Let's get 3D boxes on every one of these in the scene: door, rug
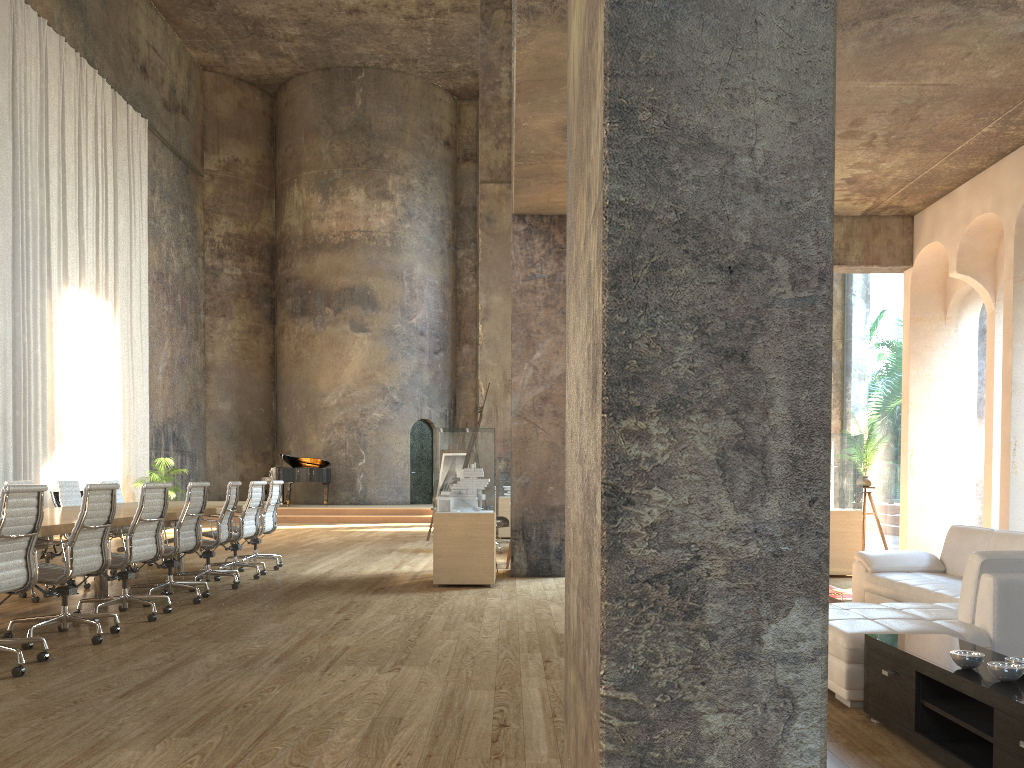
[{"bbox_3d":[-2.457,2.087,23.611,0.902,2.298,0.091,0,2,-42],"label":"door"},{"bbox_3d":[1.929,1.957,8.372,2.462,0.009,1.350,0,-6,0],"label":"rug"}]

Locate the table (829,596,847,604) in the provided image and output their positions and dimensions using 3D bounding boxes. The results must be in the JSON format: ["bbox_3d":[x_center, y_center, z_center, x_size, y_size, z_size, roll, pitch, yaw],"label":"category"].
[{"bbox_3d":[1.946,1.626,6.129,0.790,0.202,1.114,0,-6,0],"label":"table"}]

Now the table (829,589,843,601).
[{"bbox_3d":[1.945,1.644,6.497,0.859,0.246,0.371,0,-4,0],"label":"table"}]

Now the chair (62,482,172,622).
[{"bbox_3d":[-2.948,1.251,6.609,0.699,1.026,0.666,0,-1,8],"label":"chair"}]

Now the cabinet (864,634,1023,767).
[{"bbox_3d":[1.759,1.228,3.182,0.396,0.368,1.566,0,-6,0],"label":"cabinet"}]

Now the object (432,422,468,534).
[{"bbox_3d":[-1.070,1.795,16.703,0.684,2.148,0.700,1,1,26],"label":"object"}]

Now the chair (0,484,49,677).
[{"bbox_3d":[-2.939,1.059,4.792,0.699,1.026,0.666,0,-1,3],"label":"chair"}]

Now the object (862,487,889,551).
[{"bbox_3d":[4.031,1.686,10.262,0.659,0.973,0.571,1,-1,-36],"label":"object"}]

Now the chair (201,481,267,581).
[{"bbox_3d":[-2.954,1.535,9.278,0.699,1.026,0.666,0,-1,8],"label":"chair"}]

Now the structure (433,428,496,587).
[{"bbox_3d":[-0.465,1.236,8.853,0.594,1.549,0.742,0,0,0],"label":"structure"}]

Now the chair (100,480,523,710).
[{"bbox_3d":[-1.515,1.632,10.099,12.949,1.031,31.600,0,-6,0],"label":"chair"}]

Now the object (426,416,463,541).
[{"bbox_3d":[-0.961,1.595,14.814,0.701,2.148,0.683,1,1,32],"label":"object"}]

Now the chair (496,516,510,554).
[{"bbox_3d":[-0.379,1.961,12.600,0.821,0.893,0.731,0,-1,-4],"label":"chair"}]

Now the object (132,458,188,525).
[{"bbox_3d":[-7.138,2.233,17.987,1.092,1.457,1.130,0,-1,-9],"label":"object"}]

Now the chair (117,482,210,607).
[{"bbox_3d":[-2.947,1.345,7.489,0.699,1.026,0.666,0,-1,5],"label":"chair"}]

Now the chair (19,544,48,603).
[{"bbox_3d":[-4.346,1.330,7.388,0.699,1.026,0.666,0,-1,8],"label":"chair"}]

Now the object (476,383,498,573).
[{"bbox_3d":[-0.487,1.058,9.737,0.684,2.148,0.700,0,1,-1],"label":"object"}]

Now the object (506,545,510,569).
[{"bbox_3d":[0.213,1.552,10.549,0.571,1.298,0.658,0,0,0],"label":"object"}]

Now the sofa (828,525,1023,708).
[{"bbox_3d":[2.550,1.297,5.488,2.064,0.721,2.937,0,-6,0],"label":"sofa"}]

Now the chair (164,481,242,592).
[{"bbox_3d":[-2.943,1.444,8.422,0.699,1.026,0.666,0,-1,-1],"label":"chair"}]

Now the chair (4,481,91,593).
[{"bbox_3d":[-4.350,1.425,8.287,0.699,1.026,0.666,0,-1,5],"label":"chair"}]

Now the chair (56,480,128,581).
[{"bbox_3d":[-4.354,1.523,9.205,0.699,1.026,0.666,0,-1,3],"label":"chair"}]

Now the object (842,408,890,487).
[{"bbox_3d":[4.095,0.736,10.240,0.688,0.940,0.860,0,-2,-9],"label":"object"}]

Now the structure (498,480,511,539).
[{"bbox_3d":[0.138,2.212,15.531,0.743,1.015,0.736,0,-1,0],"label":"structure"}]

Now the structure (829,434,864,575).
[{"bbox_3d":[3.458,1.346,9.778,0.594,1.549,0.742,0,0,0],"label":"structure"}]

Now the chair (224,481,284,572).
[{"bbox_3d":[-2.991,1.626,10.143,0.699,1.026,0.666,0,-1,5],"label":"chair"}]

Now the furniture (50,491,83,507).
[{"bbox_3d":[-6.773,2.164,14.469,0.708,0.840,1.877,0,-5,0],"label":"furniture"}]

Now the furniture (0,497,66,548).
[{"bbox_3d":[-6.768,1.911,12.081,0.708,0.840,1.877,0,-5,0],"label":"furniture"}]

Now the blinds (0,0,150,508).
[{"bbox_3d":[-7.827,-1.738,15.106,0.275,8.646,7.841,0,-2,1],"label":"blinds"}]

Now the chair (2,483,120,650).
[{"bbox_3d":[-2.943,1.156,5.710,0.699,1.026,0.666,0,-1,5],"label":"chair"}]

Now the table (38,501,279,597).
[{"bbox_3d":[-3.684,1.429,7.071,1.601,0.757,7.738,0,-6,0],"label":"table"}]
